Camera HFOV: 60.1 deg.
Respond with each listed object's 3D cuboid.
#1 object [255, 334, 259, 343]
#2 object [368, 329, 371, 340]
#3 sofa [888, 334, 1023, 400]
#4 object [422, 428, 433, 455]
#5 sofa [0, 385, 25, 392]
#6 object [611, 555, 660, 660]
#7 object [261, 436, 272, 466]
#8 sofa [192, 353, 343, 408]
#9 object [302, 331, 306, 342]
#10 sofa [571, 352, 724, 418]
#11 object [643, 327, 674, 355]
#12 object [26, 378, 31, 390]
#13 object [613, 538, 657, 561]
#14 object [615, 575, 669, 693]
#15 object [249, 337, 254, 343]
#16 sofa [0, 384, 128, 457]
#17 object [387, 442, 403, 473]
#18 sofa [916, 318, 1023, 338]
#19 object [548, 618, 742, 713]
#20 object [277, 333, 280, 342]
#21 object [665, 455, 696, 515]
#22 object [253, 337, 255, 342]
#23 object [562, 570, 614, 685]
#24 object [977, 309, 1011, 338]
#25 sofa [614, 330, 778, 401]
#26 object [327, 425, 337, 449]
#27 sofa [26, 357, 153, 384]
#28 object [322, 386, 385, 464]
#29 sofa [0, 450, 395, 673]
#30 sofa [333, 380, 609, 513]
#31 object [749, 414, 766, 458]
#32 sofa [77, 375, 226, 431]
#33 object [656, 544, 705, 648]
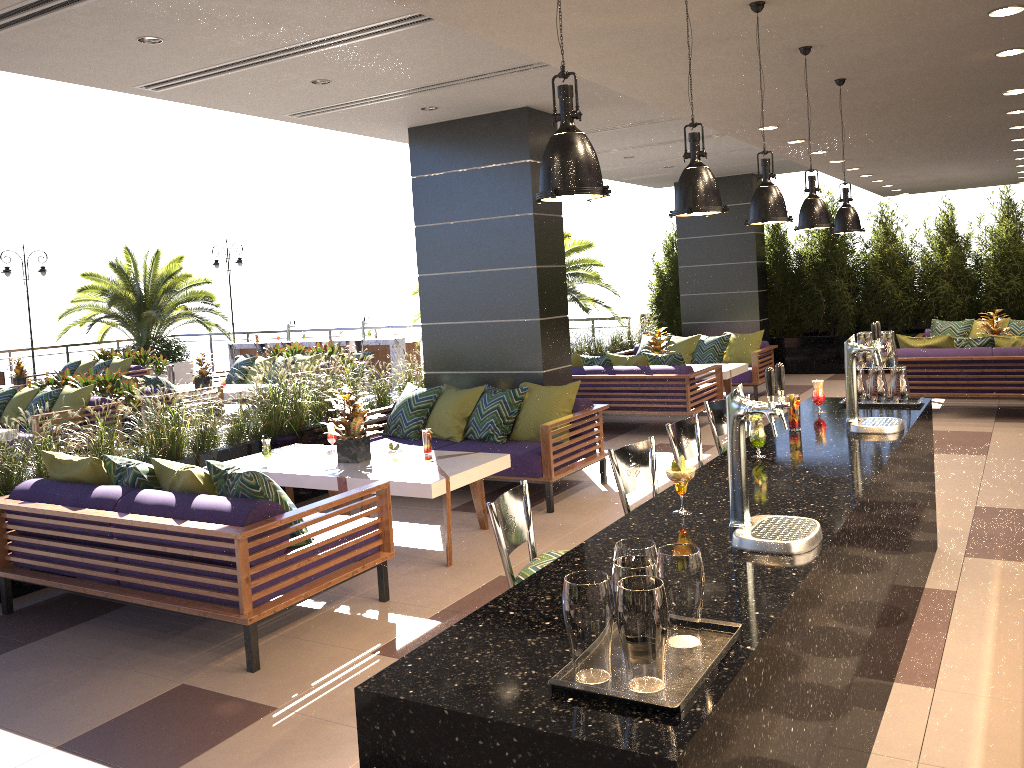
[{"bbox_3d":[-5.295,-0.946,18.388,0.067,0.189,0.084,-6,4,-34],"label":"object"},{"bbox_3d":[-2.715,-0.946,16.865,0.069,0.197,0.082,-5,3,-23],"label":"object"},{"bbox_3d":[5.351,-0.141,9.801,2.124,0.916,1.124,0,6,31],"label":"sofa"},{"bbox_3d":[-0.605,0.413,6.351,0.067,0.189,0.084,-6,4,-34],"label":"object"},{"bbox_3d":[-8.804,0.289,13.963,2.124,0.916,1.124,0,6,31],"label":"sofa"},{"bbox_3d":[0.269,0.483,1.897,0.105,0.208,0.106,-1,4,36],"label":"object"},{"bbox_3d":[-1.759,0.475,6.348,0.068,0.210,0.069,-3,3,14],"label":"object"},{"bbox_3d":[-3.776,0.008,13.674,2.124,0.916,1.124,0,6,31],"label":"sofa"},{"bbox_3d":[-4.170,-0.955,17.728,0.068,0.210,0.069,-3,3,14],"label":"object"},{"bbox_3d":[1.273,0.051,10.369,2.124,0.916,1.124,0,6,31],"label":"sofa"},{"bbox_3d":[1.906,-0.467,11.483,0.426,0.525,0.430,-7,5,-42],"label":"object"},{"bbox_3d":[-7.842,-0.004,14.366,0.067,0.189,0.084,-5,4,-29],"label":"object"},{"bbox_3d":[0.288,0.468,2.025,0.105,0.208,0.106,-1,4,36],"label":"object"},{"bbox_3d":[0.262,0.498,1.762,0.105,0.208,0.106,-1,4,36],"label":"object"},{"bbox_3d":[-5.583,-0.899,18.969,0.105,0.208,0.106,-3,3,6],"label":"object"},{"bbox_3d":[-5.685,0.484,10.376,2.124,0.916,1.124,0,6,31],"label":"sofa"},{"bbox_3d":[-0.763,0.480,5.789,0.106,0.196,0.106,-6,4,-31],"label":"object"},{"bbox_3d":[6.648,-0.461,12.010,2.124,0.916,1.124,0,6,31],"label":"sofa"},{"bbox_3d":[0.296,0.578,1.884,0.272,0.018,0.439,0,7,30],"label":"object"},{"bbox_3d":[-4.774,-0.941,18.086,0.069,0.180,0.069,-3,3,3],"label":"object"},{"bbox_3d":[0.581,0.346,3.042,0.106,0.196,0.106,-6,4,-31],"label":"object"},{"bbox_3d":[-5.531,-0.913,19.071,0.105,0.208,0.106,-3,3,6],"label":"object"},{"bbox_3d":[0.159,0.499,1.814,0.105,0.208,0.106,-1,4,36],"label":"object"},{"bbox_3d":[5.933,-0.652,10.877,0.426,0.525,0.430,-7,5,-42],"label":"object"},{"bbox_3d":[2.571,-0.269,12.577,2.124,0.916,1.124,0,6,31],"label":"sofa"},{"bbox_3d":[-1.396,0.412,6.859,0.068,0.180,0.069,-3,3,14],"label":"object"},{"bbox_3d":[-7.625,0.001,15.945,2.124,0.916,1.124,0,6,31],"label":"sofa"},{"bbox_3d":[-1.148,0.287,6.279,0.430,0.525,0.426,0,6,43],"label":"object"},{"bbox_3d":[-1.850,0.821,5.051,2.124,0.916,1.124,0,6,31],"label":"sofa"},{"bbox_3d":[-0.361,0.454,7.587,2.124,0.916,1.124,0,6,31],"label":"sofa"},{"bbox_3d":[1.080,0.216,3.892,0.068,0.210,0.069,-3,3,14],"label":"object"},{"bbox_3d":[-4.948,0.296,11.687,2.124,0.916,1.124,0,6,31],"label":"sofa"},{"bbox_3d":[0.375,0.470,1.960,0.105,0.208,0.106,-1,4,36],"label":"object"}]
